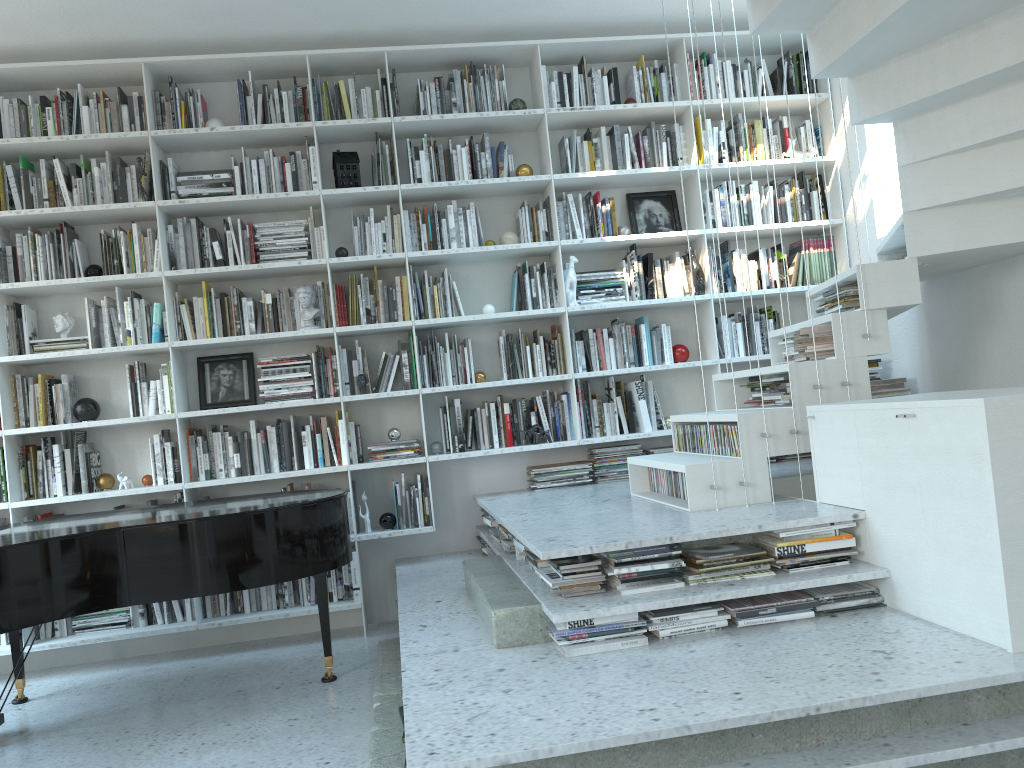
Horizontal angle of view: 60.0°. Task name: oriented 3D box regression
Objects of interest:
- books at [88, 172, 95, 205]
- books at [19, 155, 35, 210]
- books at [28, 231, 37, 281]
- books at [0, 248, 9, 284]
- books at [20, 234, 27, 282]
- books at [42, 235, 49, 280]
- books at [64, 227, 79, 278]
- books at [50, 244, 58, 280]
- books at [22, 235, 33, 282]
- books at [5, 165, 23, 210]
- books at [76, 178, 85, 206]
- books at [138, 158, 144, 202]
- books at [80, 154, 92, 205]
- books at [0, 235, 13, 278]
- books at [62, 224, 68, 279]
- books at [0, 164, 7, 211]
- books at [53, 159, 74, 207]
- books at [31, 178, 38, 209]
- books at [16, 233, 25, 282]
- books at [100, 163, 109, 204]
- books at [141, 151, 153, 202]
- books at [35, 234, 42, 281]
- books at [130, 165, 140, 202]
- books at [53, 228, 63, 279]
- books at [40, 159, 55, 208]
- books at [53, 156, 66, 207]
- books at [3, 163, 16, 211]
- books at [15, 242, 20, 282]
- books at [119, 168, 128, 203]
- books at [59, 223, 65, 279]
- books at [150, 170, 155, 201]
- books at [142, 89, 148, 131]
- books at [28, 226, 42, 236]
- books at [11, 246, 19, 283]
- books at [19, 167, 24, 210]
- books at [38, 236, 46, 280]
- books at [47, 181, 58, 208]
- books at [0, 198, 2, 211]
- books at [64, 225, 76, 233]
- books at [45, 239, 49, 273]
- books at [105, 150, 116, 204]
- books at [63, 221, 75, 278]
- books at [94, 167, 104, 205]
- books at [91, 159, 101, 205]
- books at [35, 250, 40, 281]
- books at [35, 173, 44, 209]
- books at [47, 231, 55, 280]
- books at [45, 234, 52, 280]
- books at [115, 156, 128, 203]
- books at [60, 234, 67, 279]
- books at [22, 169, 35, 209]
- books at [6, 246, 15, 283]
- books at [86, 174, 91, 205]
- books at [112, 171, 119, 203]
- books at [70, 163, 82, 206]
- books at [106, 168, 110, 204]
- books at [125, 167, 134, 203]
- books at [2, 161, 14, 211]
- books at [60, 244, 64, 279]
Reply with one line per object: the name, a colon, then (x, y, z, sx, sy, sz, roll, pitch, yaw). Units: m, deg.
books: (-2.223, -1.007, 4.742, 0.010, 0.208, 0.173, -6, -1, -8)
books: (-2.552, -1.028, 4.688, 0.012, 0.315, 0.171, -6, -1, -8)
books: (-2.500, -0.649, 4.680, 0.010, 0.283, 0.184, -6, -1, -8)
books: (-2.643, -0.596, 4.666, 0.015, 0.207, 0.186, -6, -1, -8)
books: (-2.545, -0.641, 4.681, 0.012, 0.276, 0.157, -6, -1, -8)
books: (-2.443, -0.643, 4.706, 0.010, 0.261, 0.169, -6, -1, -8)
books: (-2.325, -0.668, 4.705, 0.011, 0.287, 0.189, -6, -1, -8)
books: (-2.398, -0.622, 4.694, 0.011, 0.209, 0.181, -6, -1, -8)
books: (-2.527, -0.635, 4.684, 0.024, 0.262, 0.177, -6, -1, -8)
books: (-2.601, -1.002, 4.697, 0.067, 0.274, 0.168, -6, -1, -8)
books: (-2.275, -0.987, 4.735, 0.028, 0.180, 0.168, -6, -1, -8)
books: (-1.975, -1.060, 4.775, 0.055, 0.264, 0.167, -6, -1, -8)
books: (-2.263, -1.053, 4.739, 0.012, 0.308, 0.145, -6, -1, -8)
books: (-2.663, -0.633, 4.681, 0.012, 0.285, 0.159, -6, -1, -8)
books: (-2.352, -0.679, 4.726, 0.005, 0.316, 0.157, -6, -1, -8)
books: (-2.664, -1.001, 4.683, 0.013, 0.283, 0.158, -6, -1, -8)
books: (-2.357, -1.033, 4.716, 0.075, 0.285, 0.178, -6, -1, -8)
books: (-2.501, -0.976, 4.709, 0.024, 0.201, 0.153, -6, -1, -8)
books: (-2.564, -0.640, 4.682, 0.026, 0.279, 0.151, -6, -1, -8)
books: (-2.161, -1.039, 4.759, 0.028, 0.261, 0.135, -6, -1, -8)
books: (-1.962, -1.080, 4.777, 0.058, 0.302, 0.175, -6, -1, -8)
books: (-2.461, -0.643, 4.678, 0.009, 0.263, 0.189, -6, -1, -8)
books: (-2.016, -1.042, 4.788, 0.024, 0.237, 0.153, -6, -1, -8)
books: (-2.381, -0.665, 4.703, 0.011, 0.291, 0.176, -6, -1, -8)
books: (-2.453, -1.027, 4.710, 0.023, 0.293, 0.156, -6, -1, -8)
books: (-2.405, -1.042, 4.735, 0.013, 0.315, 0.135, -6, -1, -8)
books: (-2.639, -1.005, 4.685, 0.010, 0.287, 0.148, -6, -1, -8)
books: (-2.581, -0.618, 4.686, 0.012, 0.240, 0.134, -6, -1, -8)
books: (-2.060, -1.028, 4.762, 0.030, 0.217, 0.182, -6, -1, -8)
books: (-2.365, -0.681, 4.719, 0.004, 0.321, 0.153, -6, -1, -8)
books: (-1.919, -1.038, 4.806, 0.028, 0.211, 0.134, -6, -1, -8)
books: (-1.957, -1.432, 4.792, 0.014, 0.267, 0.171, -6, -1, -8)
books: (-2.514, -0.664, 4.700, 0.011, 0.317, 0.154, -6, -1, -8)
books: (-2.599, -0.606, 4.696, 0.024, 0.219, 0.140, -6, -1, -8)
books: (-2.561, -0.999, 4.695, 0.011, 0.260, 0.157, -6, -1, -8)
books: (-2.450, -0.638, 4.681, 0.012, 0.251, 0.184, -6, -1, -8)
books: (-2.421, -0.973, 4.723, 0.034, 0.180, 0.160, -6, -1, -8)
books: (-2.678, -0.986, 4.666, 0.023, 0.256, 0.175, -6, -1, -8)
books: (-2.341, -0.675, 4.724, 0.005, 0.305, 0.162, -6, -1, -8)
books: (-2.433, -0.641, 4.707, 0.011, 0.255, 0.152, -6, -1, -8)
books: (-2.130, -1.069, 4.750, 0.011, 0.313, 0.183, -6, -1, -8)
books: (-2.347, -0.687, 4.724, 0.005, 0.331, 0.161, -6, -1, -8)
books: (-2.181, -1.020, 4.737, 0.021, 0.226, 0.191, -6, -1, -8)
books: (-2.211, -1.047, 4.758, 0.026, 0.286, 0.137, -6, -1, -8)
books: (-2.478, -0.602, 4.699, 0.029, 0.186, 0.149, -6, -1, -8)
books: (-2.475, -0.987, 4.706, 0.029, 0.219, 0.157, -6, -1, -8)
books: (-2.413, -0.655, 4.700, 0.011, 0.279, 0.169, -6, -1, -8)
books: (-2.421, -0.645, 4.693, 0.009, 0.261, 0.180, -6, -1, -8)
books: (-2.092, -1.061, 4.779, 0.022, 0.290, 0.146, -6, -1, -8)
books: (-2.355, -0.652, 4.712, 0.010, 0.261, 0.158, -6, -1, -8)
books: (-2.528, -0.994, 4.692, 0.031, 0.242, 0.181, -6, -1, -8)
books: (-2.626, -0.606, 4.693, 0.029, 0.225, 0.136, -6, -1, -8)
books: (-2.243, -1.006, 4.766, 0.024, 0.212, 0.128, -6, -1, -8)
books: (-2.110, -1.020, 4.773, 0.024, 0.213, 0.150, -6, -1, -8)
books: (-2.308, -1.027, 4.738, 0.027, 0.265, 0.168, -6, -1, -8)
books: (-2.139, -1.027, 4.758, 0.013, 0.231, 0.141, -6, -1, -8)
books: (-2.036, -1.033, 4.769, 0.022, 0.222, 0.161, -6, -1, -8)
books: (-2.655, -1.014, 4.706, 0.014, 0.309, 0.130, -6, -1, -8)
books: (-2.370, -0.628, 4.729, 0.012, 0.217, 0.133, -6, -1, -8)
